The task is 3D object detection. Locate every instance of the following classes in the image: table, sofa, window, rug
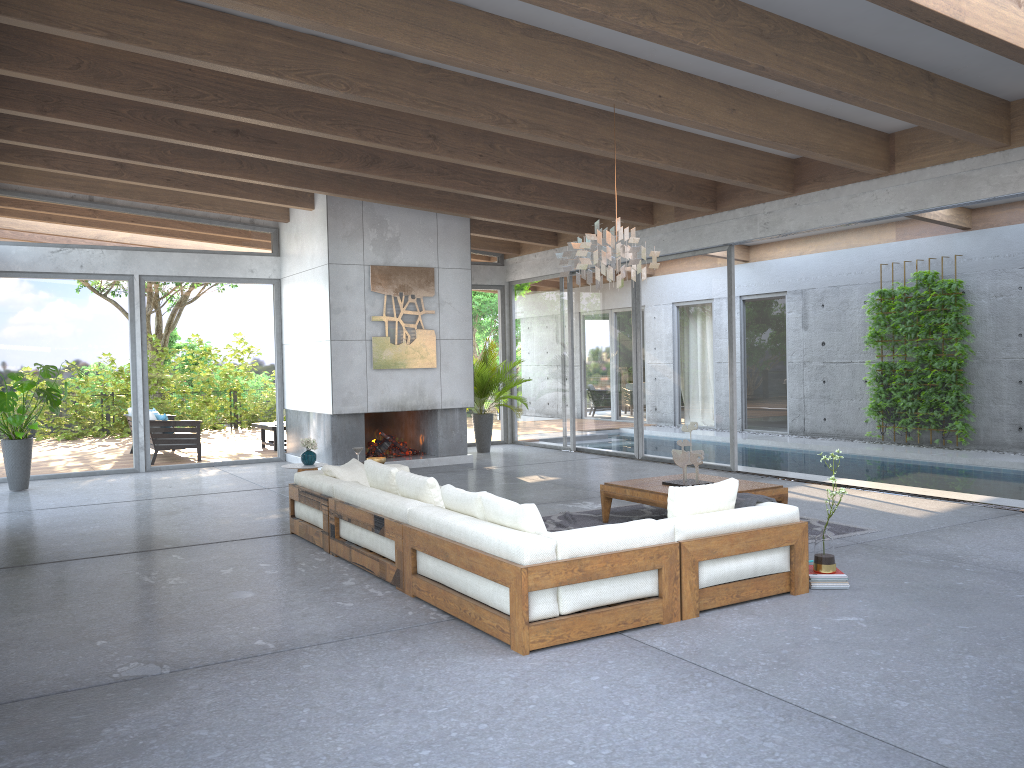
[{"bbox_3d":[1.482,1.000,7.318,1.048,0.352,1.112,-2,2,-31],"label":"table"},{"bbox_3d":[-0.062,0.929,6.292,1.965,0.777,3.733,-2,2,-31],"label":"sofa"},{"bbox_3d":[1.503,-0.686,6.976,14.294,3.764,23.280,-2,2,-31],"label":"window"},{"bbox_3d":[0.974,1.162,7.083,3.186,0.056,2.187,-2,2,-30],"label":"rug"}]

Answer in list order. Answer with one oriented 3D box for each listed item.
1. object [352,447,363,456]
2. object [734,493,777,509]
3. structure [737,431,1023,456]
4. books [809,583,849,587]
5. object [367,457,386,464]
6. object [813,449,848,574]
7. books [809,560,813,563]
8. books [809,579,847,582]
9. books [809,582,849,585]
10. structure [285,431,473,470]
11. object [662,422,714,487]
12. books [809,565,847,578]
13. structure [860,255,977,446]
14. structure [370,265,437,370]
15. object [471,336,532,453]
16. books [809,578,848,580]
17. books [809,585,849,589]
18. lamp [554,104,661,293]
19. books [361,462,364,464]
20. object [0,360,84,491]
[{"bbox_3d":[-1.375,0.676,7.918,0.099,0.212,0.099,-1,1,0],"label":"object"},{"bbox_3d":[1.320,1.030,5.431,0.857,0.704,0.472,-2,2,-34],"label":"object"},{"bbox_3d":[6.457,0.936,12.381,0.477,0.068,13.673,-2,2,-31],"label":"structure"},{"bbox_3d":[1.898,1.192,5.396,0.219,0.012,0.286,-1,1,4],"label":"books"},{"bbox_3d":[-1.242,0.726,8.127,0.173,0.097,0.173,0,2,39],"label":"object"},{"bbox_3d":[1.913,0.762,5.323,0.171,0.750,0.238,-2,1,-9],"label":"object"},{"bbox_3d":[1.824,1.167,5.812,0.219,0.074,0.288,0,2,35],"label":"books"},{"bbox_3d":[1.888,1.167,5.414,0.219,0.012,0.286,-1,1,4],"label":"books"},{"bbox_3d":[1.895,1.180,5.400,0.219,0.012,0.286,-1,1,4],"label":"books"},{"bbox_3d":[-1.968,0.826,12.732,2.012,0.595,2.203,-2,2,-31],"label":"structure"},{"bbox_3d":[1.439,0.566,7.313,0.346,0.518,0.379,-2,2,-31],"label":"object"},{"bbox_3d":[1.891,1.143,5.409,0.219,0.012,0.286,-1,1,4],"label":"books"},{"bbox_3d":[6.018,-0.363,8.594,2.739,2.687,10.282,-2,1,-14],"label":"structure"},{"bbox_3d":[-1.432,-0.876,11.724,0.919,1.351,0.041,-2,2,-31],"label":"structure"},{"bbox_3d":[-0.456,0.145,13.735,1.484,1.819,1.798,-2,2,-24],"label":"object"},{"bbox_3d":[1.895,1.155,5.406,0.219,0.012,0.286,-1,1,4],"label":"books"},{"bbox_3d":[1.895,1.204,5.401,0.219,0.012,0.286,-1,1,4],"label":"books"},{"bbox_3d":[0.641,-1.390,6.672,0.862,1.400,0.636,-1,2,16],"label":"lamp"},{"bbox_3d":[-1.352,0.751,8.339,0.205,0.012,0.290,-2,2,-26],"label":"books"},{"bbox_3d":[-5.927,0.473,10.502,1.416,1.540,1.731,-2,1,-11],"label":"object"}]
